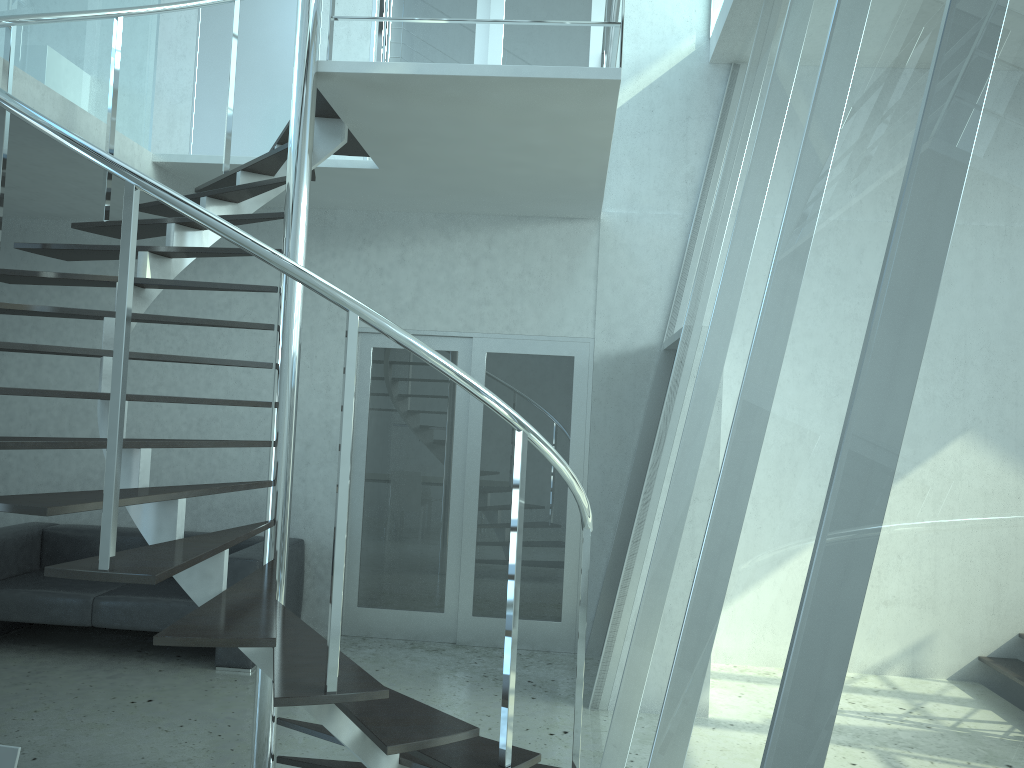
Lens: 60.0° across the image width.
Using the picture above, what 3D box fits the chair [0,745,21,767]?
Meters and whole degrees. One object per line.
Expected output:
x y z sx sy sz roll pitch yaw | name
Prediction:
-1.229 1.138 1.554 0.413 0.857 0.492 3 -2 9 | chair

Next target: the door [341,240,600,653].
0.246 0.422 6.534 2.576 3.200 1.162 5 -3 -38 | door

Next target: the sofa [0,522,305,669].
-2.447 1.307 5.692 2.025 0.652 0.943 3 -2 4 | sofa

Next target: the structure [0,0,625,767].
-0.887 -0.397 4.247 2.655 4.156 3.780 3 -2 4 | structure
